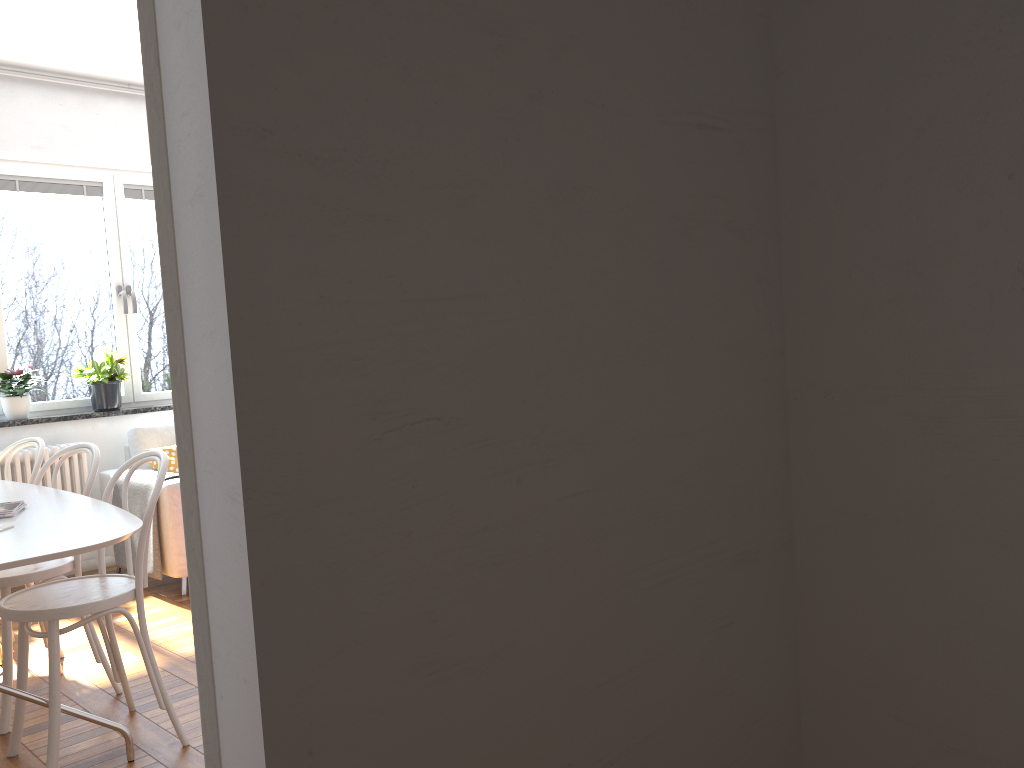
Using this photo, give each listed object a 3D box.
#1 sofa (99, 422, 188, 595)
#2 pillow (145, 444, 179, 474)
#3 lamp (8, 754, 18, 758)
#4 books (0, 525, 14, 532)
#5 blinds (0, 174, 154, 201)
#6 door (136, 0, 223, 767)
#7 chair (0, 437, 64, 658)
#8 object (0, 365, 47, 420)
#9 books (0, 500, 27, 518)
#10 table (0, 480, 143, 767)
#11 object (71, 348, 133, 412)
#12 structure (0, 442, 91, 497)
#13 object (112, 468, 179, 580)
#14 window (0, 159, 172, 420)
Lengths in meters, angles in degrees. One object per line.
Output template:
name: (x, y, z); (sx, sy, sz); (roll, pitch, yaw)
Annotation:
sofa: (-1.201, 0.586, 5.690); (2.459, 0.844, 1.004); (-7, 4, -44)
pillow: (-1.880, 0.473, 5.142); (0.313, 0.318, 0.464); (-3, 3, 13)
lamp: (-0.932, 0.363, 4.747); (0.332, 1.348, 4.586); (-3, 3, 15)
books: (-1.621, 0.409, 2.393); (0.405, 0.029, 0.265); (-3, 3, 6)
blinds: (-2.531, -1.225, 5.623); (2.842, 0.098, 0.015); (-6, 5, -44)
door: (-0.345, 0.074, 1.187); (0.047, 2.203, 0.445); (-3, 4, 6)
chair: (-1.387, 0.376, 5.029); (0.448, 1.344, 3.690); (-1, 4, 31)
object: (-2.860, 0.050, 5.101); (0.371, 0.309, 0.379); (-2, 3, 20)
books: (-1.666, 0.399, 2.727); (0.278, 0.022, 0.204); (-5, 3, -18)
table: (-1.928, 0.804, 2.903); (0.930, 0.771, 2.289); (-7, 4, -44)
object: (-2.500, -0.027, 5.415); (0.333, 0.385, 0.299); (-6, 4, -29)
structure: (-2.803, 0.681, 4.868); (0.971, 0.624, 0.224); (-7, 5, -44)
object: (-1.944, 0.742, 4.831); (0.288, 0.534, 0.608); (-7, 5, -44)
window: (-2.467, -0.605, 5.640); (3.017, 1.512, 0.151); (-7, 5, -44)
